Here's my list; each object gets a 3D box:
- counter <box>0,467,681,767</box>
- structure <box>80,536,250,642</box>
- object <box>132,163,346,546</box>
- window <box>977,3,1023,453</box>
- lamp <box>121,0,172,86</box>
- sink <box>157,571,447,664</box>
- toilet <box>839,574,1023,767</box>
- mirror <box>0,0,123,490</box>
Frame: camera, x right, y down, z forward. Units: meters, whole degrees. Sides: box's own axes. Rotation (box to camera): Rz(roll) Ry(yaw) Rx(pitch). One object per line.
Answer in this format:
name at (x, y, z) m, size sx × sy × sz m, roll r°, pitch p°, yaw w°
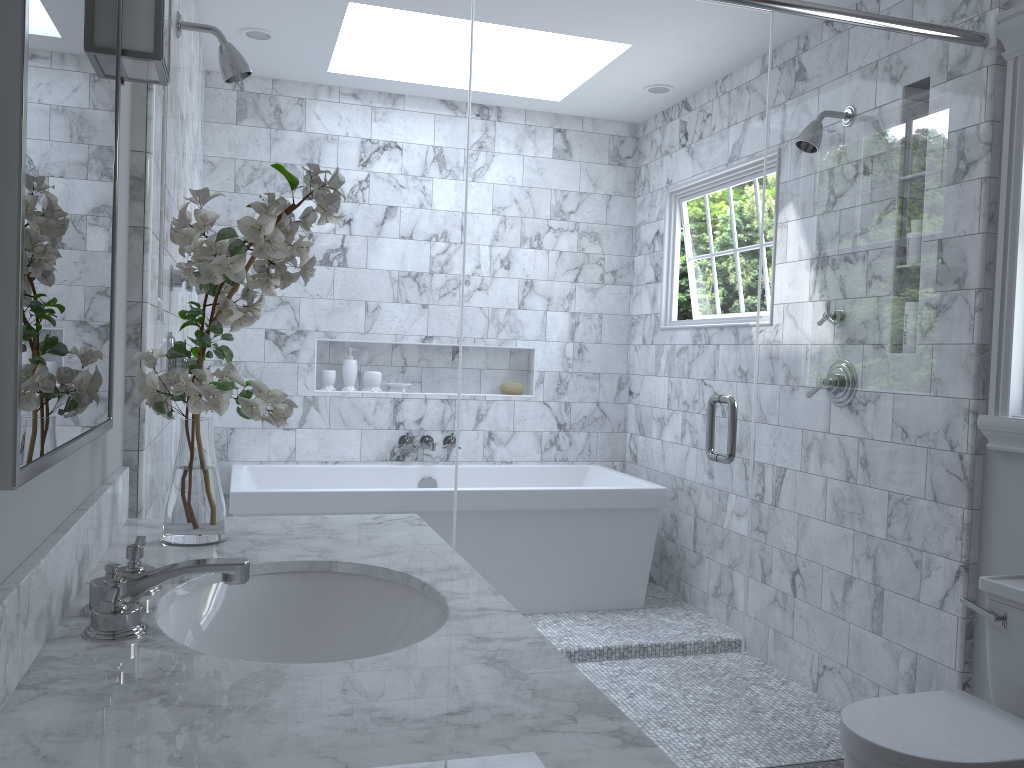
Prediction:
counter at (-0.299, 0.708, 1.183) m, size 0.638 × 0.983 × 1.657 m, roll 2°, pitch 2°, yaw -17°
structure at (-0.537, 0.280, 1.234) m, size 0.295 × 0.069 × 0.256 m, roll 3°, pitch 2°, yaw 32°
object at (-0.499, -0.051, 1.655) m, size 0.374 × 0.706 × 0.225 m, roll 3°, pitch 2°, yaw 14°
window at (1.590, -0.416, 2.095) m, size 0.149 × 1.248 × 1.040 m, roll 2°, pitch 2°, yaw -17°
lamp at (-0.686, -0.707, 1.644) m, size 0.091 × 0.266 × 0.175 m, roll 2°, pitch 2°, yaw -17°
sink at (-0.319, 0.474, 1.295) m, size 0.494 × 0.270 × 0.517 m, roll 3°, pitch 2°, yaw 32°
toilet at (1.081, 0.861, 2.048) m, size 0.722 × 0.727 × 0.490 m, roll 2°, pitch 2°, yaw -17°
mirror at (-0.587, -0.397, 1.188) m, size 0.030 × 0.977 × 0.694 m, roll 2°, pitch 2°, yaw -17°
